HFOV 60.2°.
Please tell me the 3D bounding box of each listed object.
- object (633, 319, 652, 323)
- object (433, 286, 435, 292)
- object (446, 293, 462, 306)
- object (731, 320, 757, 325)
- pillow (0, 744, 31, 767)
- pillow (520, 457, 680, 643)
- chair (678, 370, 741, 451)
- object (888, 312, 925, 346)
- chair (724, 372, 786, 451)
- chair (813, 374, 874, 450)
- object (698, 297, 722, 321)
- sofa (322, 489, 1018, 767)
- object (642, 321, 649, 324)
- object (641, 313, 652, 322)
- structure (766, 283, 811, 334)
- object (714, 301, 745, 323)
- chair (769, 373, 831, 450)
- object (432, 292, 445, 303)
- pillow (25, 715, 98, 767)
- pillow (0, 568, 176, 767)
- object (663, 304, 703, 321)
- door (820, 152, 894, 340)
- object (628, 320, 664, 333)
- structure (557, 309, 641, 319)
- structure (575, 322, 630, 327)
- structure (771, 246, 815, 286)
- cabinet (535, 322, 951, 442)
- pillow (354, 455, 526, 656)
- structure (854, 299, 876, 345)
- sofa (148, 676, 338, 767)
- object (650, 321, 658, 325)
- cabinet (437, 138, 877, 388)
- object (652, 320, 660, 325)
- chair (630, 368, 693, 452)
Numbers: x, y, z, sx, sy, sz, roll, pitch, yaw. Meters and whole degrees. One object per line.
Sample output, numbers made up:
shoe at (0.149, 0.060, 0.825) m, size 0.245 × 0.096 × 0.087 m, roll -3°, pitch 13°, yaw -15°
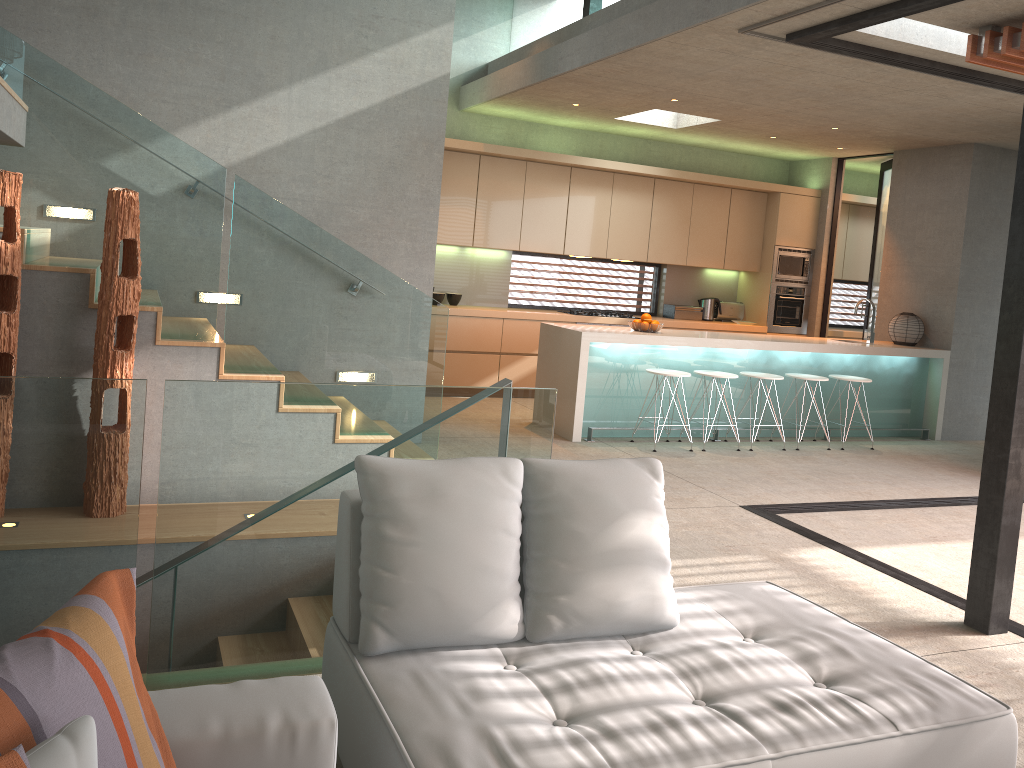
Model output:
object at (1.137, -0.522, 7.761) m, size 0.174 × 0.099 × 0.097 m, roll 7°, pitch 6°, yaw 21°
object at (-0.928, -0.936, 9.237) m, size 0.227 × 0.187 × 0.225 m, roll 11°, pitch 8°, yaw 44°
object at (-0.615, -0.893, 9.336) m, size 0.169 × 0.126 × 0.171 m, roll 0°, pitch 8°, yaw -37°
object at (2.763, -0.727, 10.509) m, size 0.311 × 0.034 × 0.310 m, roll 10°, pitch 10°, yaw 35°
pillow at (-0.469, 0.689, 0.632) m, size 0.311 × 0.491 × 0.742 m, roll 5°, pitch 7°, yaw 0°
pillow at (0.253, 0.472, 2.584) m, size 0.491 × 0.481 × 0.268 m, roll 2°, pitch 5°, yaw -23°
chair at (1.694, 0.218, 7.473) m, size 0.381 × 0.621 × 0.385 m, roll 3°, pitch 5°, yaw -23°
object at (4.036, -0.565, 9.047) m, size 0.339 × 0.333 × 0.343 m, roll 1°, pitch 7°, yaw -32°
chair at (2.134, 0.229, 7.661) m, size 0.381 × 0.621 × 0.385 m, roll 3°, pitch 5°, yaw -23°
chair at (3.052, 0.250, 8.059) m, size 0.381 × 0.621 × 0.385 m, roll 3°, pitch 5°, yaw -23°
object at (2.362, -0.900, 10.599) m, size 0.277 × 0.284 × 0.178 m, roll 3°, pitch 5°, yaw -18°
sofa at (0.384, 0.750, 2.398) m, size 1.593 × 0.729 × 1.021 m, roll 2°, pitch 7°, yaw -23°
object at (1.162, -0.505, 7.714) m, size 0.081 × 0.081 × 0.081 m, roll 5°, pitch 6°, yaw 5°
object at (1.190, -0.579, 7.833) m, size 0.095 × 0.094 × 0.095 m, roll 5°, pitch 6°, yaw -3°
structure at (3.212, -0.925, 10.694) m, size 0.595 × 0.577 × 0.501 m, roll 2°, pitch 6°, yaw -23°
object at (2.632, -0.882, 10.769) m, size 0.389 × 0.246 × 0.151 m, roll 2°, pitch 5°, yaw -23°
chair at (2.589, 0.239, 7.859) m, size 0.381 × 0.621 × 0.385 m, roll 3°, pitch 5°, yaw -23°
object at (-0.780, -0.877, 9.121) m, size 0.169 × 0.126 × 0.171 m, roll 0°, pitch 8°, yaw -37°
pillow at (-0.621, 0.663, 0.919) m, size 0.239 × 0.403 × 0.596 m, roll 6°, pitch 7°, yaw 19°
pillow at (-0.722, 0.576, 1.194) m, size 0.280 × 0.501 × 0.700 m, roll 6°, pitch 7°, yaw 19°
object at (2.033, -0.851, 10.503) m, size 0.399 × 0.159 × 0.242 m, roll 2°, pitch 7°, yaw -23°
door at (0.822, 0.016, 5.328) m, size 5.810 × 4.449 × 15.340 m, roll 10°, pitch 9°, yaw 38°
object at (1.178, -0.504, 7.802) m, size 0.315 × 0.081 × 0.318 m, roll 2°, pitch 8°, yaw -23°
structure at (0.974, -0.756, 9.801) m, size 0.837 × 0.090 × 0.468 m, roll 1°, pitch 9°, yaw -23°
structure at (1.042, -0.399, 9.590) m, size 0.827 × 0.498 × 0.080 m, roll 2°, pitch 4°, yaw -23°
structure at (3.248, -1.432, 10.682) m, size 0.595 × 0.435 × 0.464 m, roll 2°, pitch 6°, yaw -23°
cabinet at (2.262, 0.006, 8.333) m, size 4.115 × 0.895 × 0.807 m, roll 1°, pitch 6°, yaw -23°
pillow at (-0.189, 0.450, 2.396) m, size 0.491 × 0.495 × 0.240 m, roll 2°, pitch 5°, yaw -23°
structure at (3.474, -0.625, 8.760) m, size 0.097 × 0.439 × 0.260 m, roll 3°, pitch 5°, yaw -23°
sofa at (-0.207, 1.023, 0.029) m, size 1.047 × 0.748 × 3.490 m, roll 2°, pitch 8°, yaw -23°
object at (1.243, -0.506, 7.738) m, size 0.086 × 0.086 × 0.087 m, roll 1°, pitch 7°, yaw -33°
cabinet at (2.193, -1.018, 9.619) m, size 7.459 × 2.554 × 1.981 m, roll 2°, pitch 6°, yaw -23°
object at (1.263, -0.519, 7.828) m, size 0.094 × 0.094 × 0.095 m, roll 1°, pitch 7°, yaw -34°
chair at (1.260, 0.208, 7.287) m, size 0.381 × 0.621 × 0.385 m, roll 3°, pitch 5°, yaw -23°
